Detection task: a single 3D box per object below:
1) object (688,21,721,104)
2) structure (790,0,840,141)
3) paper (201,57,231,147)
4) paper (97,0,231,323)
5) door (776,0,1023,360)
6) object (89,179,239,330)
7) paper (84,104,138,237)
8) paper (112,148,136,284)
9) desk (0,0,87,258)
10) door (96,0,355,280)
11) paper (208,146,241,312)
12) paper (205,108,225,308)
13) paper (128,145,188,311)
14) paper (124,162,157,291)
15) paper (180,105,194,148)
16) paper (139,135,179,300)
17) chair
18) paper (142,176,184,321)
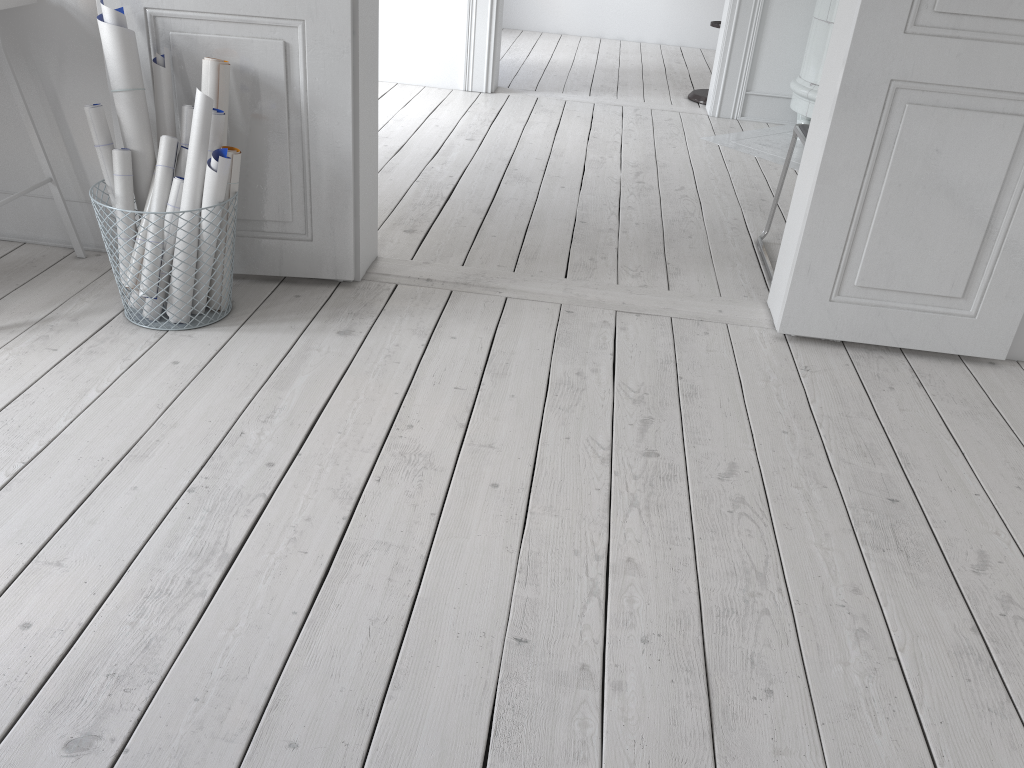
[{"bbox_3d":[1.401,-2.567,5.384,0.375,1.656,0.375,-16,36,-33],"label":"object"},{"bbox_3d":[2.041,-2.581,4.408,0.787,2.739,0.789,-1,30,-11],"label":"structure"},{"bbox_3d":[-0.841,-0.560,2.483,0.073,0.668,0.181,19,32,23],"label":"paper"},{"bbox_3d":[-0.918,-0.577,2.374,0.181,0.792,0.431,-19,38,-36],"label":"paper"},{"bbox_3d":[1.220,-1.127,2.086,0.666,2.323,0.034,7,29,4],"label":"door"},{"bbox_3d":[-0.941,-0.369,2.458,0.375,0.350,0.374,8,30,5],"label":"object"},{"bbox_3d":[-1.069,-0.483,2.435,0.166,0.546,0.046,20,32,24],"label":"paper"},{"bbox_3d":[-1.047,-0.451,2.404,0.047,0.360,0.129,2,30,-6],"label":"paper"},{"bbox_3d":[-1.924,-0.672,2.402,1.163,0.775,0.642,7,29,4],"label":"desk"},{"bbox_3d":[-0.738,-1.354,2.173,0.678,2.323,0.034,3,29,-4],"label":"door"},{"bbox_3d":[-0.797,-0.423,2.454,0.123,0.464,0.057,-7,32,-21],"label":"paper"},{"bbox_3d":[-0.846,-0.477,2.445,0.153,0.552,0.060,-18,37,-35],"label":"paper"},{"bbox_3d":[-0.958,-0.425,2.441,0.054,0.431,0.253,27,36,34],"label":"paper"},{"bbox_3d":[-0.984,-0.447,2.416,0.047,0.358,0.240,14,31,16],"label":"paper"},{"bbox_3d":[-0.914,-0.494,2.489,0.047,0.541,0.201,9,30,7],"label":"paper"},{"bbox_3d":[-0.947,-0.445,2.380,0.049,0.402,0.244,8,30,6],"label":"paper"},{"bbox_3d":[1.227,-0.748,3.020,0.562,0.796,0.525,7,29,4],"label":"chair"},{"bbox_3d":[-0.916,-0.376,2.428,0.078,0.388,0.234,24,34,29],"label":"paper"}]
